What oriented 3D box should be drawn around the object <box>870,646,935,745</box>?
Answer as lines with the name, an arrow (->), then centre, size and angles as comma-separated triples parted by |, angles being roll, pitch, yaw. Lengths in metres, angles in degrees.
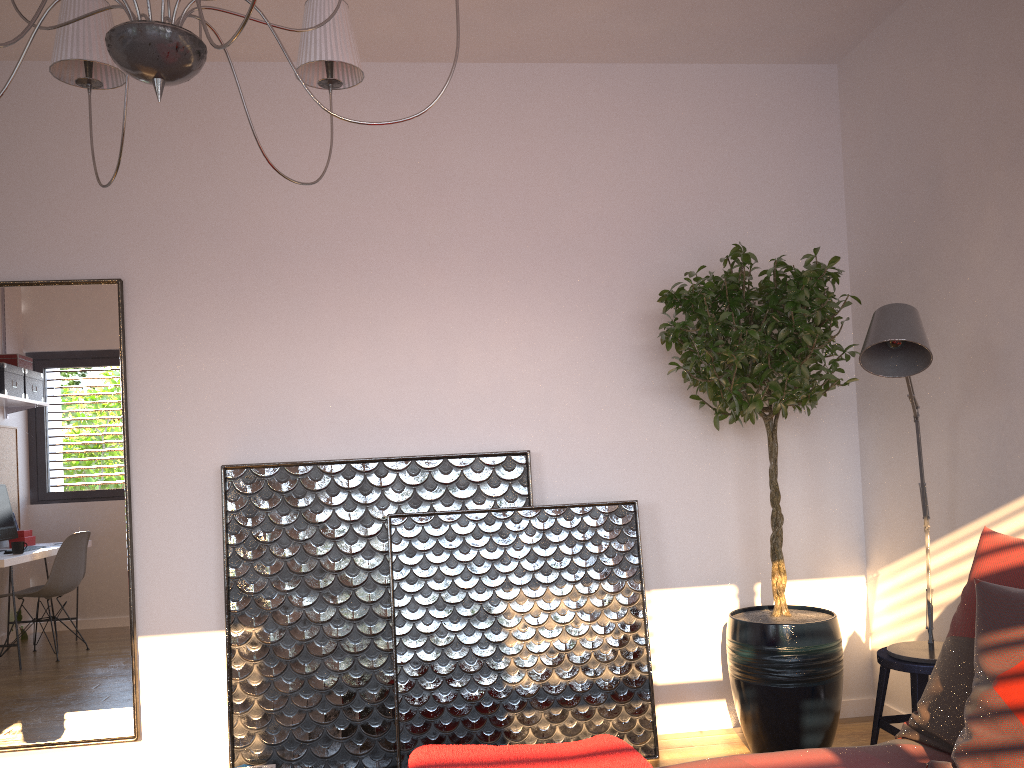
object -> 1.427, 1.154, 2.992 | 0.342, 0.479, 0.339 | -3, -2, -7

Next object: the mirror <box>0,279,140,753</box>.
mirror -> -1.875, 0.514, 3.536 | 0.683, 1.852, 0.065 | -3, -1, -7

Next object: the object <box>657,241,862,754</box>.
object -> 0.999, 0.452, 3.541 | 0.801, 2.016, 0.814 | -3, -2, -3

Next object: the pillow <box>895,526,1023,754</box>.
pillow -> 1.277, 0.582, 1.454 | 0.527, 0.550, 1.820 | -2, -4, -6

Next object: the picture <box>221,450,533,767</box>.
picture -> -0.514, 0.924, 3.600 | 1.248, 1.250, 0.172 | -2, -1, -7

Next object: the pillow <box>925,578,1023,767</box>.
pillow -> 1.255, 0.604, 1.370 | 1.144, 0.732, 2.148 | -2, -4, -9

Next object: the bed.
bed -> 0.661, 0.915, 1.298 | 2.312, 0.768, 2.042 | -2, -4, -7

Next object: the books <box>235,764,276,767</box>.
books -> -1.021, 1.468, 3.294 | 0.270, 0.050, 0.259 | -2, -5, -11

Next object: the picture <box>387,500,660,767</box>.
picture -> 0.038, 1.007, 3.548 | 1.025, 1.025, 0.210 | -2, -2, -7

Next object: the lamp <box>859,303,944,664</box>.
lamp -> 1.253, 0.343, 2.802 | 0.280, 1.125, 0.788 | -4, -3, 34

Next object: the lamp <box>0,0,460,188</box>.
lamp -> -0.655, -0.999, 1.597 | 1.246, 1.077, 1.104 | -2, -3, -7

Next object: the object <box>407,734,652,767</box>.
object -> 0.003, 1.011, 1.246 | 0.683, 0.658, 2.653 | -2, -4, -6
